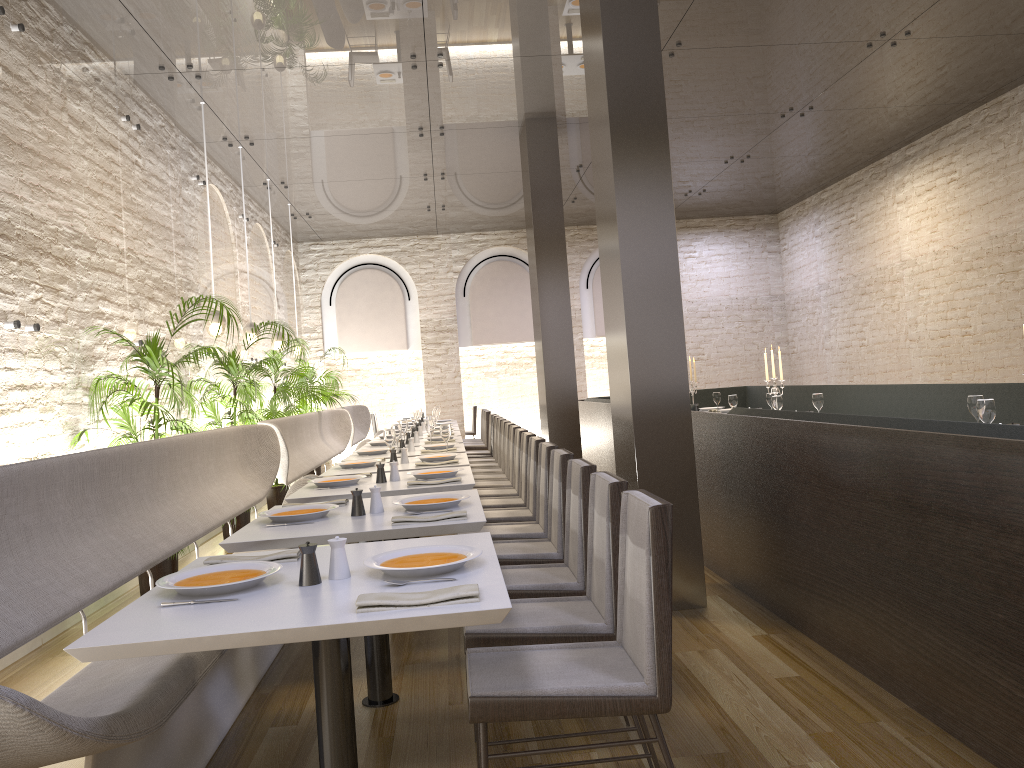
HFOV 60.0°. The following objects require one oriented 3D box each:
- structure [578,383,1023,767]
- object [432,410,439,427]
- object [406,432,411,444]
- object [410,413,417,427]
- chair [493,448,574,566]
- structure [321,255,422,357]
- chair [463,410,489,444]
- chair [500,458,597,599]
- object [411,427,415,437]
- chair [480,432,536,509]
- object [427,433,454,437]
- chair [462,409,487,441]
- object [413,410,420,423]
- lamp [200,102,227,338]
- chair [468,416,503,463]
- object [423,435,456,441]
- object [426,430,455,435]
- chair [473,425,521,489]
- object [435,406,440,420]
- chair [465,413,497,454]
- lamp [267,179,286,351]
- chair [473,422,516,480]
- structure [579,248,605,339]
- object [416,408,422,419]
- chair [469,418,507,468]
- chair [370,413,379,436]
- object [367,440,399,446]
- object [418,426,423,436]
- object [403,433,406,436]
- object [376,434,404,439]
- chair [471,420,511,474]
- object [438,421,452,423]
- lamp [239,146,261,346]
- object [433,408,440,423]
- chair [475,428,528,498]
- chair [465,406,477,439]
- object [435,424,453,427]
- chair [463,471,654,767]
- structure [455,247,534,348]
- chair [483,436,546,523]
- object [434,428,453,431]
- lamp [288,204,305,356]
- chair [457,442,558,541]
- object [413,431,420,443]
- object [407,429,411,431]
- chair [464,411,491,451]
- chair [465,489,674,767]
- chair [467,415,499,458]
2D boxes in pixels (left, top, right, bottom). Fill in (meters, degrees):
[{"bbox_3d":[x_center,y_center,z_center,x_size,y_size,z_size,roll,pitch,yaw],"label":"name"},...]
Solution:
[{"bbox_3d":[2.355,0.567,5.832,2.372,1.002,10.733,-4,0,-4],"label":"structure"},{"bbox_3d":[-0.936,0.437,10.886,0.086,0.231,0.086,-5,-2,26],"label":"object"},{"bbox_3d":[-0.962,0.498,8.242,0.059,0.109,0.059,-4,-2,-13],"label":"object"},{"bbox_3d":[-1.156,0.453,10.415,0.086,0.231,0.086,-5,-2,26],"label":"object"},{"bbox_3d":[0.030,0.787,4.158,0.566,0.907,0.411,-4,-2,-4],"label":"chair"},{"bbox_3d":[-2.402,-1.352,15.003,1.634,1.678,0.097,-4,-2,-4],"label":"structure"},{"bbox_3d":[-0.574,0.834,12.416,0.566,0.907,0.411,-4,-2,-4],"label":"chair"},{"bbox_3d":[0.075,0.784,3.544,0.566,0.907,0.411,-4,-2,-4],"label":"chair"},{"bbox_3d":[-1.047,0.505,9.409,0.059,0.109,0.059,-4,-2,-13],"label":"object"},{"bbox_3d":[-0.096,0.797,5.878,0.566,0.907,0.411,-4,-2,-4],"label":"chair"},{"bbox_3d":[-0.732,0.528,9.137,0.273,0.033,0.142,-4,0,-4],"label":"object"},{"bbox_3d":[-0.616,0.838,12.991,0.566,0.907,0.411,-4,-2,-4],"label":"chair"},{"bbox_3d":[-1.236,0.459,11.508,0.086,0.231,0.086,-5,-2,26],"label":"object"},{"bbox_3d":[-2.598,-1.411,7.608,0.177,2.044,0.177,-5,-2,17],"label":"lamp"},{"bbox_3d":[-0.347,0.817,9.310,0.566,0.907,0.411,-4,-2,-4],"label":"chair"},{"bbox_3d":[-0.672,0.516,8.329,0.322,0.036,0.321,-4,0,-26],"label":"object"},{"bbox_3d":[-0.757,0.523,9.495,0.322,0.036,0.321,-4,0,-26],"label":"object"},{"bbox_3d":[-0.180,0.804,7.033,0.566,0.907,0.411,-4,-2,-4],"label":"chair"},{"bbox_3d":[-1.098,0.450,13.102,0.086,0.231,0.086,-5,-2,26],"label":"object"},{"bbox_3d":[-0.430,0.823,10.453,0.566,0.907,0.411,-4,-2,-4],"label":"chair"},{"bbox_3d":[-2.803,-1.395,10.416,0.178,2.044,0.177,-3,-3,-25],"label":"lamp"},{"bbox_3d":[-0.221,0.807,7.592,0.566,0.907,0.411,-4,-2,-4],"label":"chair"},{"bbox_3d":[1.955,-1.674,15.336,1.634,1.678,0.097,-4,-2,-4],"label":"structure"},{"bbox_3d":[-1.318,0.466,12.631,0.086,0.231,0.086,-5,-2,26],"label":"object"},{"bbox_3d":[-0.305,0.813,8.743,0.566,0.907,0.411,-4,-2,-4],"label":"chair"},{"bbox_3d":[-2.173,0.954,15.613,0.566,0.907,0.411,-4,-2,-4],"label":"chair"},{"bbox_3d":[-1.207,0.556,8.290,0.322,0.036,0.321,-4,0,-26],"label":"object"},{"bbox_3d":[-0.981,0.500,9.460,0.059,0.109,0.059,-4,-2,-13],"label":"object"},{"bbox_3d":[-1.299,0.570,9.798,0.273,0.033,0.142,-4,0,-4],"label":"object"},{"bbox_3d":[-1.292,0.562,9.456,0.322,0.036,0.321,-4,0,-26],"label":"object"},{"bbox_3d":[-0.262,0.810,8.154,0.566,0.907,0.411,-4,-2,-4],"label":"chair"},{"bbox_3d":[-0.977,0.547,12.486,0.273,0.033,0.142,-4,0,-4],"label":"object"},{"bbox_3d":[-2.700,-1.403,9.005,0.178,2.044,0.177,-3,-3,-19],"label":"lamp"},{"bbox_3d":[-1.015,0.443,11.979,0.086,0.231,0.086,-5,-2,26],"label":"object"},{"bbox_3d":[-0.137,0.800,6.441,0.566,0.907,0.411,-4,-2,-4],"label":"chair"},{"bbox_3d":[-0.869,0.857,15.713,0.566,0.907,0.411,-4,-2,-4],"label":"chair"},{"bbox_3d":[-0.894,0.541,11.350,0.273,0.033,0.142,-4,0,-4],"label":"object"},{"bbox_3d":[0.118,0.780,2.952,0.566,0.907,0.411,-4,-2,-4],"label":"chair"},{"bbox_3d":[-0.153,-1.518,15.175,1.634,1.678,0.097,-4,-2,-4],"label":"structure"},{"bbox_3d":[-0.055,0.794,5.314,0.566,0.907,0.411,-4,-2,-4],"label":"chair"},{"bbox_3d":[-0.814,0.534,10.251,0.273,0.033,0.142,-4,0,-4],"label":"object"},{"bbox_3d":[-2.904,-1.387,11.799,0.178,2.044,0.177,-3,-3,-25],"label":"lamp"},{"bbox_3d":[-0.011,0.790,4.722,0.566,0.907,0.411,-4,-2,-4],"label":"chair"},{"bbox_3d":[-0.895,0.493,8.293,0.059,0.109,0.059,-4,-2,-13],"label":"object"},{"bbox_3d":[-1.380,0.576,10.912,0.273,0.033,0.142,-4,0,-4],"label":"object"},{"bbox_3d":[-0.533,0.831,11.857,0.566,0.907,0.411,-4,-2,-4],"label":"chair"},{"bbox_3d":[0.159,0.777,2.388,0.566,0.907,0.411,-4,-2,-4],"label":"chair"},{"bbox_3d":[-0.390,0.820,9.897,0.566,0.907,0.411,-4,-2,-4],"label":"chair"}]
